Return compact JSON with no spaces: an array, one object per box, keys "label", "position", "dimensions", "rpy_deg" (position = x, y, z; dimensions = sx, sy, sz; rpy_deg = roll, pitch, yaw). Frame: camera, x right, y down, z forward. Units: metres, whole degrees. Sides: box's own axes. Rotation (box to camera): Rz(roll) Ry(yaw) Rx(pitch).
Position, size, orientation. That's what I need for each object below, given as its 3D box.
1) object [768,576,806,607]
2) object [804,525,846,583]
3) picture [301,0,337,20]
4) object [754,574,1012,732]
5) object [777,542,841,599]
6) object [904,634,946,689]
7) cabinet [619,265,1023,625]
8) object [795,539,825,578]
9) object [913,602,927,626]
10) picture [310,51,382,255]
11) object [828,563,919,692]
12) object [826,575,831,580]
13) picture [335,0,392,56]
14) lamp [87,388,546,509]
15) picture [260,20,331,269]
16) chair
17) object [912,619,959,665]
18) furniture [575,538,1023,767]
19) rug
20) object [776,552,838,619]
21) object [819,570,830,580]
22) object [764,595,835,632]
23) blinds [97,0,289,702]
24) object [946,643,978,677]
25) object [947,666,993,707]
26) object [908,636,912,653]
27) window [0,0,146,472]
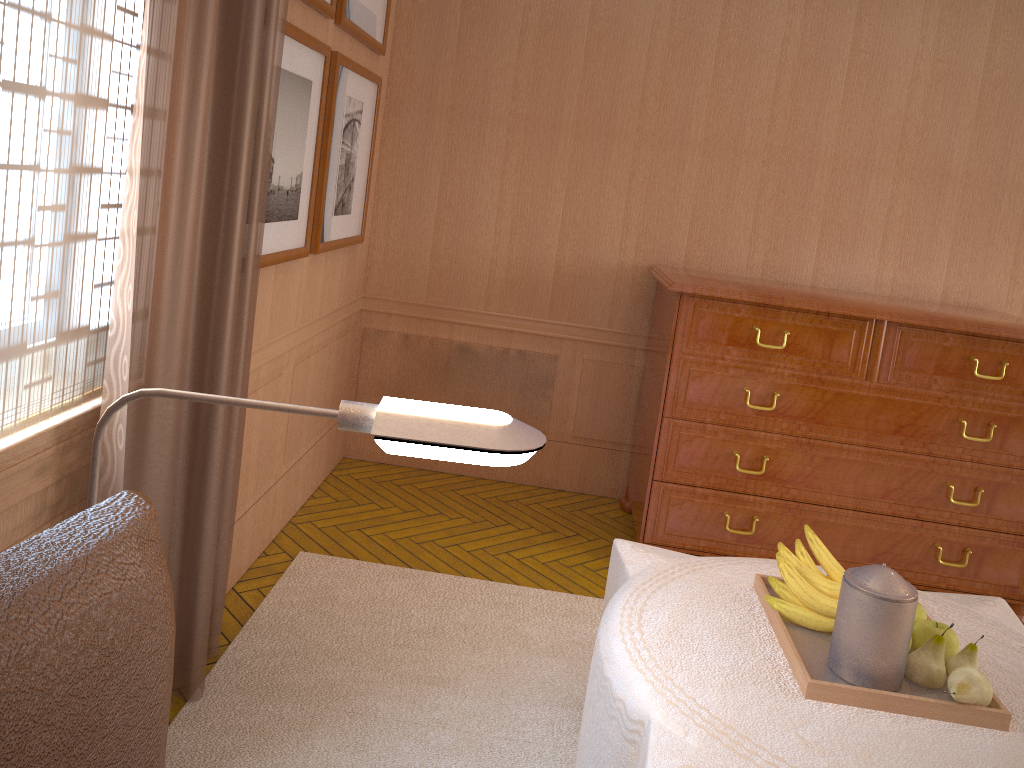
[{"label":"object","position":[1.153,0.806,3.306],"dimensions":[0.399,0.180,0.062],"rpy_deg":[15,10,32]},{"label":"object","position":[1.264,0.701,3.396],"dimensions":[0.070,0.166,0.413],"rpy_deg":[5,12,-21]},{"label":"picture","position":[-1.020,-2.613,4.485],"dimensions":[0.048,1.231,1.271],"rpy_deg":[8,10,2]},{"label":"object","position":[1.282,0.937,3.190],"dimensions":[0.639,0.059,0.815],"rpy_deg":[8,13,2]},{"label":"object","position":[1.158,0.726,3.353],"dimensions":[0.091,0.126,0.416],"rpy_deg":[1,14,-38]},{"label":"object","position":[1.409,0.943,2.992],"dimensions":[0.132,0.194,0.130],"rpy_deg":[14,10,38]},{"label":"cabinet","position":[2.270,0.347,6.270],"dimensions":[2.767,1.919,1.438],"rpy_deg":[8,9,3]},{"label":"object","position":[1.204,0.748,3.359],"dimensions":[0.064,0.169,0.384],"rpy_deg":[4,12,-31]},{"label":"object","position":[1.455,0.877,3.290],"dimensions":[0.169,0.145,0.175],"rpy_deg":[-1,13,-40]},{"label":"picture","position":[-1.110,-1.550,6.028],"dimensions":[0.048,1.231,1.271],"rpy_deg":[8,10,2]},{"label":"object","position":[1.218,0.791,2.962],"dimensions":[0.233,0.387,0.239],"rpy_deg":[3,9,-30]},{"label":"object","position":[1.288,0.825,3.522],"dimensions":[0.114,0.132,0.109],"rpy_deg":[0,12,-40]},{"label":"picture","position":[-0.925,-2.919,5.881],"dimensions":[0.048,1.231,1.271],"rpy_deg":[8,10,2]},{"label":"lamp","position":[-0.452,0.994,1.573],"dimensions":[0.628,2.000,0.573],"rpy_deg":[3,8,-35]},{"label":"picture","position":[-1.205,-1.243,4.633],"dimensions":[0.048,1.231,1.271],"rpy_deg":[8,10,2]},{"label":"chair","position":[0.123,1.238,0.958],"dimensions":[1.929,1.948,1.732],"rpy_deg":[13,10,27]},{"label":"object","position":[1.505,0.923,3.138],"dimensions":[0.159,0.133,0.158],"rpy_deg":[9,10,7]},{"label":"furniture","position":[1.216,1.422,3.160],"dimensions":[1.949,0.887,1.987],"rpy_deg":[8,12,0]},{"label":"rug","position":[2.422,2.263,2.238],"dimensions":[7.958,0.020,6.106],"rpy_deg":[8,13,3]},{"label":"object","position":[1.146,0.764,3.253],"dimensions":[0.379,0.157,0.104],"rpy_deg":[13,10,26]},{"label":"object","position":[1.267,0.778,3.406],"dimensions":[0.072,0.170,0.405],"rpy_deg":[5,12,-21]},{"label":"object","position":[1.135,0.817,3.244],"dimensions":[0.394,0.183,0.072],"rpy_deg":[11,8,17]},{"label":"blinds","position":[-1.185,-0.929,3.467],"dimensions":[0.267,4.728,1.467],"rpy_deg":[8,7,1]},{"label":"object","position":[1.527,0.947,2.978],"dimensions":[0.099,0.146,0.098],"rpy_deg":[14,10,38]},{"label":"object","position":[1.482,0.998,2.845],"dimensions":[0.134,0.126,0.196],"rpy_deg":[12,11,22]},{"label":"object","position":[1.336,0.902,3.131],"dimensions":[0.159,0.133,0.158],"rpy_deg":[9,10,7]},{"label":"window","position":[-1.699,-1.401,2.285],"dimensions":[0.847,3.333,2.472],"rpy_deg":[8,8,2]}]
